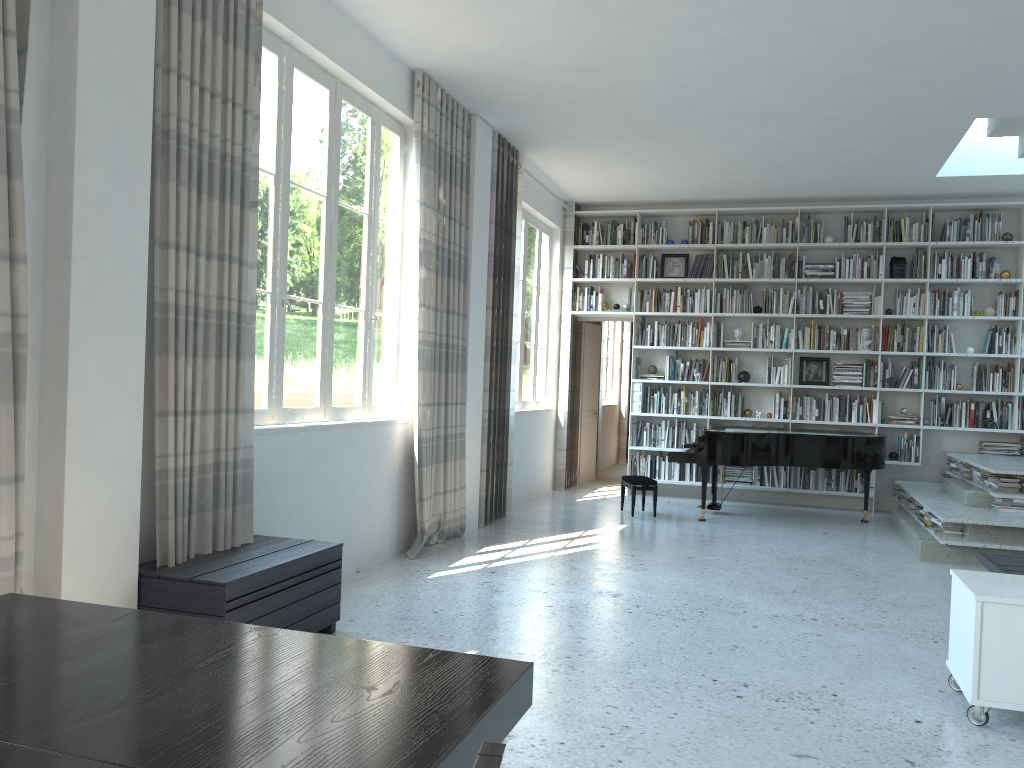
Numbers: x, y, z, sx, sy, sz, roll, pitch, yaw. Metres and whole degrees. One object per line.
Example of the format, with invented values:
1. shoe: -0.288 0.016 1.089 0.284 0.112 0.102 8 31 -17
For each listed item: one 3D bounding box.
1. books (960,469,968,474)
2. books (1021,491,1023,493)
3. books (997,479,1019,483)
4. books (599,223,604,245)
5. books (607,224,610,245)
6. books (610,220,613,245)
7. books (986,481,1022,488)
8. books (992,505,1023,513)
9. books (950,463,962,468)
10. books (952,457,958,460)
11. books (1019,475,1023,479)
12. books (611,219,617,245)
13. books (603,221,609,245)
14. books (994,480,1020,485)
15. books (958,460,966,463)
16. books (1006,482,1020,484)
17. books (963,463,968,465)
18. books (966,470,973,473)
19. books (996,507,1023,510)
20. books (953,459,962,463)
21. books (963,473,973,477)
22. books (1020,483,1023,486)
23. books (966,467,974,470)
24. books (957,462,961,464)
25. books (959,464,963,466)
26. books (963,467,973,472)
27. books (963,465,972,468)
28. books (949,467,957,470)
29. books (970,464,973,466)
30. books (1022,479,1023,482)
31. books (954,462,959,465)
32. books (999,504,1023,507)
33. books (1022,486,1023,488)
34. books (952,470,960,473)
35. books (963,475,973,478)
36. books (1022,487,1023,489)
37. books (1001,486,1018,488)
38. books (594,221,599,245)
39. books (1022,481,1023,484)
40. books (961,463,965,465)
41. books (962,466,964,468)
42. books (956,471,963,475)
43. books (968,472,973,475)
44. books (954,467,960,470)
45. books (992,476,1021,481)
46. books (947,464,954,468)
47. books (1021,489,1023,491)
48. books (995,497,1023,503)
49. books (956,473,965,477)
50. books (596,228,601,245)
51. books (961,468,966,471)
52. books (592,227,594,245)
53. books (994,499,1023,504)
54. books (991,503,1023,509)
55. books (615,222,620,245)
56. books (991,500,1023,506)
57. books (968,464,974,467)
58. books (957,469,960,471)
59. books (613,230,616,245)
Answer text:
1. books: 4.310 0.827 8.331 0.164 0.023 0.242 2 0 21
2. books: 4.115 0.852 6.912 0.216 0.015 0.177 2 0 15
3. books: 3.946 0.765 7.076 0.132 0.009 0.269 2 0 21
4. books: 1.017 -1.666 9.993 0.057 0.262 0.190 2 1 17
5. books: 1.106 -1.660 10.001 0.030 0.257 0.130 2 1 17
6. books: 1.124 -1.683 9.981 0.014 0.304 0.145 2 1 17
7. books: 3.926 0.798 7.082 0.184 0.014 0.297 2 0 16
8. books: 3.877 0.970 6.848 0.262 0.023 0.200 2 0 15
9. books: 4.391 0.795 8.624 0.189 0.030 0.237 2 0 14
10. books: 4.400 0.727 8.621 0.171 0.020 0.193 2 0 12
11. books: 4.127 0.737 6.935 0.261 0.016 0.128 2 0 16
12. books: 1.147 -1.687 9.985 0.029 0.314 0.129 2 1 17
13. books: 1.068 -1.674 9.994 0.039 0.283 0.181 2 1 17
14. books: 3.950 0.786 7.074 0.137 0.012 0.242 2 0 18
15. books: 4.311 0.733 8.330 0.165 0.015 0.243 2 0 12
16. books: 3.971 0.776 7.068 0.091 0.011 0.190 2 0 15
17. books: 4.323 0.747 8.327 0.149 0.013 0.220 2 0 20
18. books: 4.233 0.799 8.054 0.159 0.018 0.203 2 0 15
19. books: 3.883 0.955 6.867 0.264 0.006 0.164 2 0 18
20. books: 4.408 0.753 8.619 0.163 0.018 0.289 2 0 16
21. books: 4.223 0.831 8.057 0.177 0.014 0.247 2 0 15
22. books: 4.120 0.791 6.920 0.260 0.009 0.153 2 0 20
23. books: 4.229 0.767 8.055 0.161 0.012 0.254 2 0 21
24. books: 4.409 0.768 8.619 0.143 0.012 0.264 2 0 22
25. books: 4.317 0.767 8.329 0.167 0.008 0.234 2 0 16
26. books: 4.226 0.781 8.056 0.179 0.017 0.293 2 0 18
27. books: 4.223 0.756 8.057 0.187 0.009 0.261 2 0 16
28. books: 4.489 0.845 8.899 0.163 0.017 0.232 2 0 19
29. books: 4.238 0.725 8.052 0.139 0.028 0.261 2 0 22
30. books: 4.122 0.762 6.924 0.221 0.018 0.154 2 0 18
31. books: 4.402 0.777 8.621 0.171 0.007 0.206 2 0 19
32. books: 3.882 0.934 6.860 0.210 0.012 0.168 2 0 21
33. books: 4.115 0.813 6.908 0.215 0.013 0.189 2 0 16
34. books: 4.400 0.857 8.622 0.173 0.017 0.233 2 0 16
35. books: 4.216 0.844 8.059 0.182 0.011 0.253 2 0 21
36. books: 4.122 0.826 6.930 0.207 0.012 0.131 2 0 13
37. books: 3.945 0.809 7.076 0.134 0.006 0.227 2 0 21
38. books: 0.962 -1.679 10.026 0.028 0.283 0.189 2 1 17
39. books: 4.114 0.778 6.899 0.230 0.015 0.190 2 0 22
40. books: 4.322 0.758 8.327 0.160 0.010 0.179 2 0 17
41. books: 4.326 0.791 8.326 0.150 0.013 0.215 2 0 17
42. books: 4.301 0.844 8.334 0.190 0.012 0.235 2 0 15
43. books: 4.244 0.817 8.050 0.138 0.017 0.237 2 0 16
44. books: 4.407 0.823 8.619 0.152 0.009 0.259 2 0 14
45. books: 3.943 0.754 7.076 0.149 0.014 0.228 2 0 15
46. books: 4.481 0.828 8.901 0.175 0.017 0.265 2 0 20
47. books: 4.120 0.838 6.926 0.227 0.013 0.148 2 0 15
48. books: 3.884 0.893 6.862 0.234 0.025 0.157 2 0 12
49. books: 4.305 0.856 8.332 0.183 0.012 0.296 2 0 16
50. books: 0.985 -1.639 10.009 0.030 0.206 0.175 2 1 17
51. books: 4.322 0.806 8.327 0.154 0.018 0.221 2 0 16
52. books: 0.939 -1.651 10.044 0.024 0.227 0.157 2 1 17
53. books: 3.888 0.910 6.876 0.257 0.010 0.132 2 0 21
54. books: 3.883 0.948 6.867 0.285 0.008 0.159 2 0 15
55. books: 1.188 -1.666 9.968 0.013 0.275 0.158 2 1 17
56. books: 3.883 0.921 6.864 0.292 0.012 0.159 2 0 20
57. books: 4.248 0.746 8.049 0.128 0.013 0.296 2 0 15
58. books: 4.418 0.839 8.616 0.131 0.021 0.240 2 0 19
59. books: 1.167 -1.623 9.968 0.024 0.187 0.159 2 1 17
